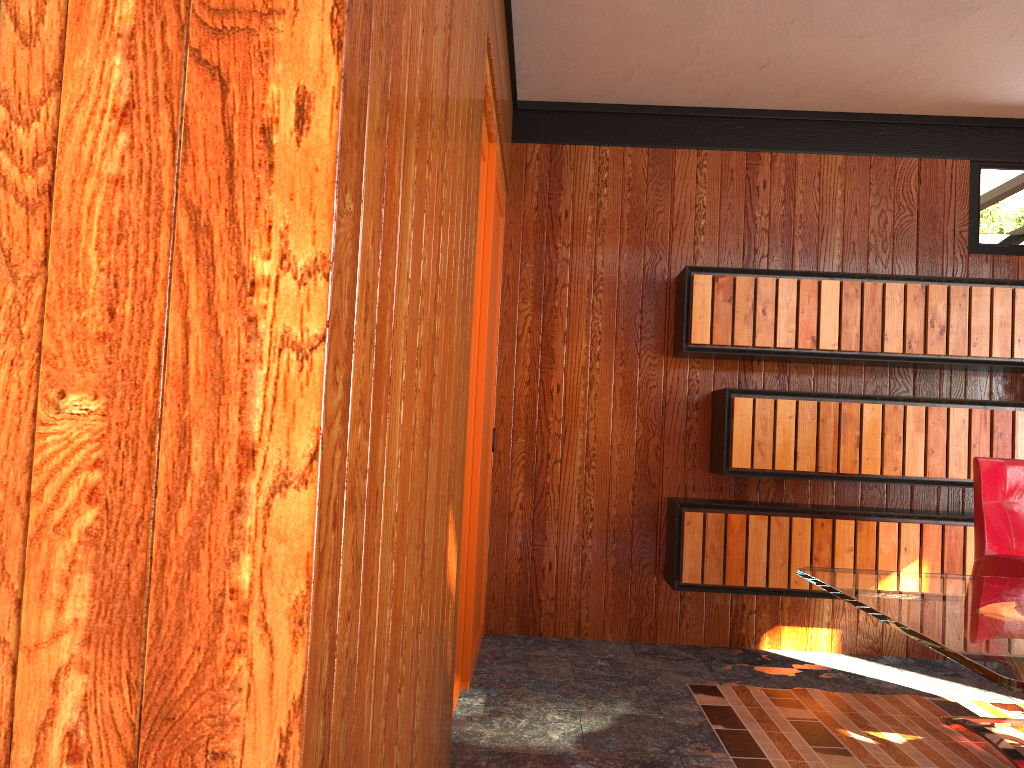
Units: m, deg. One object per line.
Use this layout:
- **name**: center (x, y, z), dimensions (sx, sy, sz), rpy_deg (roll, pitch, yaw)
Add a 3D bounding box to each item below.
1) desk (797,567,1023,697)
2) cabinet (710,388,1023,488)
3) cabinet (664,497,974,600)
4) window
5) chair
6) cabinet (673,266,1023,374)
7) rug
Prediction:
- **desk**: center (1.683, 0.826, 1.810), dimensions (1.900, 0.632, 1.150), rpy_deg (3, -3, 2)
- **cabinet**: center (1.774, 0.258, 4.049), dimensions (1.653, 0.390, 0.321), rpy_deg (3, -3, 2)
- **cabinet**: center (1.550, 0.762, 4.029), dimensions (1.653, 0.390, 0.321), rpy_deg (3, -3, 2)
- **window**: center (-0.138, 0.086, 3.361), dimensions (0.070, 2.164, 1.837), rpy_deg (3, -3, 2)
- **chair**: center (1.837, 0.730, 2.857), dimensions (0.621, 0.956, 0.839), rpy_deg (3, -3, 2)
- **cabinet**: center (1.601, -0.291, 4.084), dimensions (1.653, 0.390, 0.321), rpy_deg (3, -3, 2)
- **rug**: center (1.873, 1.170, 2.284), dimensions (2.439, 0.042, 2.410), rpy_deg (3, -3, 2)
